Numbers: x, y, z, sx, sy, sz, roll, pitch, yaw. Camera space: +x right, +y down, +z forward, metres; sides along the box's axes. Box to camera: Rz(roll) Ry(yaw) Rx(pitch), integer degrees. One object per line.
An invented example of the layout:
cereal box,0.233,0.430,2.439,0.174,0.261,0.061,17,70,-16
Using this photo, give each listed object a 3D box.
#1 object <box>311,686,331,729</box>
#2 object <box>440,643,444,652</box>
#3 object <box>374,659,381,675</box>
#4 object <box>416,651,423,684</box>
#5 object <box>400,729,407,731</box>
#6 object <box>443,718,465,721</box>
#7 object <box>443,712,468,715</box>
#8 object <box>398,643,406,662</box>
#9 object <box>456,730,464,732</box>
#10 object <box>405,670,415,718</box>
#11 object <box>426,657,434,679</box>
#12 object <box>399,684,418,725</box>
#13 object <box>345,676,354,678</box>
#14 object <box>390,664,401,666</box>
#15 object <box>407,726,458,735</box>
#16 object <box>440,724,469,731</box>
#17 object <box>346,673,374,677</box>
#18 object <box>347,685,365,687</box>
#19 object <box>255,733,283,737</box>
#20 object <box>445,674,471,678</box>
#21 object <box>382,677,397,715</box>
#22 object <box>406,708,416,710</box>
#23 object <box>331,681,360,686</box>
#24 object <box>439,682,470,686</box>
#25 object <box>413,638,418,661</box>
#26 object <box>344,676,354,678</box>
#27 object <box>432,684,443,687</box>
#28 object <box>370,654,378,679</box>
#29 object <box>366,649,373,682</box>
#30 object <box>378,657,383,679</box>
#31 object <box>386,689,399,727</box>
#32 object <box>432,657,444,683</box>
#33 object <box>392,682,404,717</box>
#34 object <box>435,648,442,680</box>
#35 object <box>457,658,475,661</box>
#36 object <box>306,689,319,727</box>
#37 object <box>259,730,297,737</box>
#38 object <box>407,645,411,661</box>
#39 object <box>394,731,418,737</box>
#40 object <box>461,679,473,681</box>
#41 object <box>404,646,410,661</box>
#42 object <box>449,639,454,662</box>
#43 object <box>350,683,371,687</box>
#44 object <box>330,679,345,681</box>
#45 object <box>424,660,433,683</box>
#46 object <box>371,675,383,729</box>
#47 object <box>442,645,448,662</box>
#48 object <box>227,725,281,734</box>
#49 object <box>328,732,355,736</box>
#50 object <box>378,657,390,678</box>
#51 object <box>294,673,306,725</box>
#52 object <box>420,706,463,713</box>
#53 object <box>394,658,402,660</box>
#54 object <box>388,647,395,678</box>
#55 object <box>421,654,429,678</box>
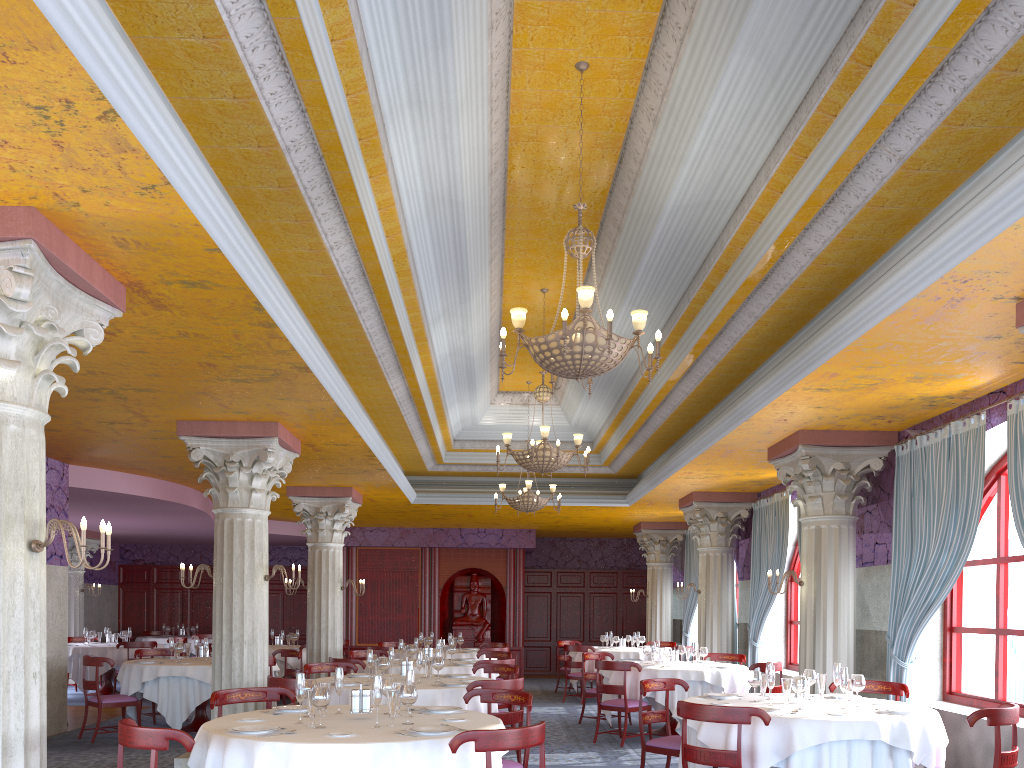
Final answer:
object,-1.208,2.040,5.404,0.122,0.262,0.123,0,-3,12
object,-1.034,3.880,12.401,0.122,0.262,0.123,0,-3,12
object,-1.360,2.920,8.706,0.086,0.235,0.086,0,-2,24
object,-0.934,2.858,8.642,0.074,0.333,0.074,0,0,35
object,-0.654,2.158,5.356,0.141,0.010,0.030,15,-19,-43
object,-0.395,2.287,5.835,0.158,0.009,0.164,1,-15,-1
object,-0.401,2.377,6.185,0.028,0.013,0.236,-10,-18,42
object,-1.563,3.823,12.202,0.123,0.262,0.123,2,-3,-33
object,-0.393,2.173,5.389,0.257,0.003,0.022,-13,-20,42
object,-0.708,2.155,5.956,0.074,0.333,0.074,1,0,-10
object,-0.886,3.067,9.249,0.086,0.235,0.086,2,-2,-44
object,-0.680,2.098,5.603,0.122,0.262,0.123,1,-3,-10
object,-1.801,3.186,9.328,0.055,0.019,0.261,12,-18,-40
object,-1.549,3.723,11.361,0.261,0.019,0.055,14,-18,-41
object,-0.487,2.123,5.243,0.314,0.024,0.322,-4,-15,18
object,-0.368,2.173,5.419,0.055,0.019,0.261,12,-18,-40
object,-1.682,3.231,9.504,0.313,0.024,0.323,1,-15,-1
object,-1.503,2.935,8.326,0.022,0.003,0.258,-12,-19,40
object,-1.424,2.092,5.117,0.022,0.003,0.258,-12,-19,40
object,-0.598,3.250,9.536,0.313,0.024,0.323,1,-15,-1
object,-0.879,2.235,6.132,0.122,0.262,0.123,-1,-3,35
object,-0.695,2.439,6.445,0.261,0.019,0.055,14,-18,-41
object,-1.650,2.947,8.420,0.313,0.024,0.323,1,-15,-1
object,-0.566,2.966,8.453,0.313,0.024,0.323,1,-15,-1
object,-1.387,3.834,12.373,0.074,0.333,0.074,0,0,35
object,-1.776,3.203,9.358,0.257,0.003,0.022,-13,-20,42
object,-0.708,2.939,8.335,0.235,0.013,0.028,-13,-18,43
object,-1.487,3.020,9.142,0.122,0.262,0.123,0,-3,12
object,-1.458,2.892,8.789,0.074,0.333,0.074,0,0,35
object,-1.395,3.053,9.214,0.086,0.235,0.086,1,-2,1
object,-0.772,2.091,5.531,0.086,0.235,0.086,0,-2,24
object,-0.759,2.940,8.813,0.122,0.262,0.123,0,-3,12
object,-0.807,2.224,6.040,0.086,0.235,0.086,1,-2,-21
object,-0.787,2.997,9.166,0.074,0.333,0.074,0,0,35
object,-0.674,4.053,12.596,0.315,0.024,0.321,-7,-17,28
object,-1.280,2.077,5.496,0.086,0.235,0.086,1,-2,1
object,-1.395,2.077,5.092,0.261,0.019,0.055,14,-18,-41
object,-1.470,3.856,12.274,0.086,0.235,0.086,1,-2,1
object,-0.629,2.097,5.125,0.235,0.013,0.028,-13,-18,43
object,-0.474,3.130,9.045,0.159,0.009,0.163,6,-16,-21
object,-1.435,3.723,11.766,0.086,0.235,0.086,0,-2,24
object,-0.863,3.800,12.226,0.074,0.333,0.074,1,0,-33
object,-1.474,2.920,8.302,0.261,0.019,0.055,14,-18,-41
object,-1.822,3.091,8.946,0.159,0.009,0.163,-4,-15,18
object,-0.852,2.934,8.741,0.086,0.235,0.086,1,-2,-21
object,-0.855,2.016,5.432,0.074,0.333,0.074,1,0,-10
object,-0.962,3.870,12.309,0.086,0.235,0.086,1,-2,1
object,-1.570,2.105,5.211,0.314,0.024,0.322,-4,-15,18
object,-1.019,2.091,5.112,0.158,0.009,0.164,1,-15,-1
object,-1.287,2.883,8.613,0.122,0.262,0.123,1,-3,-10
object,-1.379,2.049,5.579,0.074,0.333,0.074,1,0,-10
object,-0.519,2.407,6.327,0.314,0.024,0.322,6,-16,-21
object,-1.758,4.035,12.564,0.314,0.024,0.322,6,-16,-21
object,-1.311,3.031,9.313,0.074,0.333,0.074,0,0,35
object,-0.958,3.077,9.342,0.122,0.262,0.123,0,-3,12
